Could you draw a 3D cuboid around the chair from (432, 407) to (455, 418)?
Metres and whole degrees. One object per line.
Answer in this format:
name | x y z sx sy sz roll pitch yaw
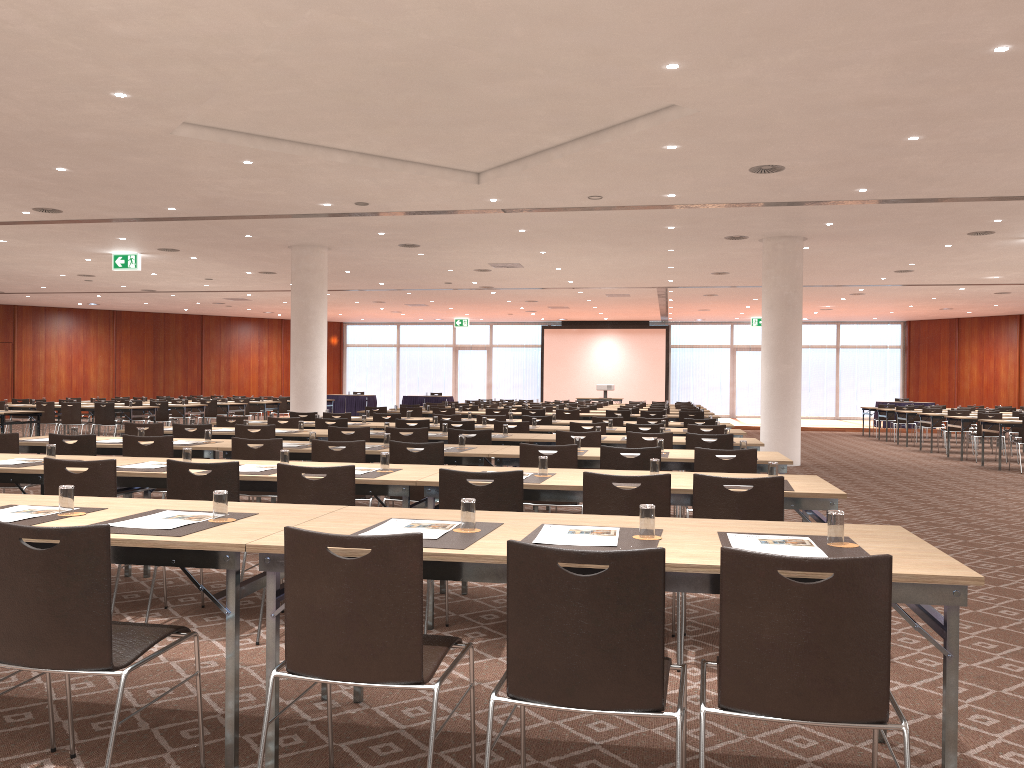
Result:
chair | -1.233 0.904 16.552 0.535 0.939 0.613 1 0 11

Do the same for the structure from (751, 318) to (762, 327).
structure | 9.327 -2.330 33.494 0.587 0.346 0.105 1 0 10

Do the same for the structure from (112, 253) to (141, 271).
structure | -7.974 -2.525 18.355 0.587 0.346 0.105 1 0 10

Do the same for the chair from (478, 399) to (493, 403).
chair | -0.762 0.919 26.661 0.535 0.939 0.613 1 0 13

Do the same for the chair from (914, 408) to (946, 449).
chair | 9.788 1.022 20.778 0.535 0.939 0.613 1 0 9

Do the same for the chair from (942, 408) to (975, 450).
chair | 10.347 1.028 20.536 0.535 0.939 0.613 1 0 11

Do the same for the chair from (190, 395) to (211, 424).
chair | -9.964 0.826 28.217 0.535 0.939 0.613 1 0 8

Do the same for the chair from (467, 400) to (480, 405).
chair | -1.072 0.914 24.727 0.535 0.939 0.613 1 0 8

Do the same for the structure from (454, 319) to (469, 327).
structure | -2.010 -2.445 35.513 0.587 0.346 0.105 1 0 10

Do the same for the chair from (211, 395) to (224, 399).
chair | -9.296 0.833 28.181 0.535 0.939 0.613 1 0 9

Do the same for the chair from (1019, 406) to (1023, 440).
chair | 13.893 1.068 23.967 0.535 0.939 0.613 1 0 10

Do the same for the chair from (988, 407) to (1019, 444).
chair | 12.367 1.050 22.290 0.535 0.939 0.613 1 0 8

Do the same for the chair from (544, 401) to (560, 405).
chair | 1.129 0.936 24.335 0.535 0.939 0.613 1 0 12

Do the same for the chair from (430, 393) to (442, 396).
chair | -2.748 0.776 31.508 0.535 0.939 0.614 1 0 13

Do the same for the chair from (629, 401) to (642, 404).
chair | 3.630 0.964 25.843 0.535 0.939 0.613 1 0 9

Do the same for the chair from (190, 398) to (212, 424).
chair | -8.387 0.838 24.016 0.535 0.939 0.613 1 0 11

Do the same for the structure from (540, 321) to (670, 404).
structure | 3.753 -0.803 35.966 5.158 3.526 0.395 1 1 10

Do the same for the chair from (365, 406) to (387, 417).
chair | -2.526 0.891 16.818 0.535 0.939 0.613 1 0 12

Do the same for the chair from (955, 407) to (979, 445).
chair | 11.399 1.040 22.380 0.535 0.939 0.613 1 0 9

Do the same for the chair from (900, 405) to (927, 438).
chair | 11.121 1.040 24.544 0.535 0.939 0.613 1 0 8

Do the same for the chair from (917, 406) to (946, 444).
chair | 10.710 1.034 22.646 0.535 0.939 0.613 1 0 12

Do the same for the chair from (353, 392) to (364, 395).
chair | -5.602 0.747 32.016 0.535 0.939 0.613 1 0 12

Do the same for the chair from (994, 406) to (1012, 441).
chair | 13.309 1.062 24.154 0.535 0.939 0.613 1 0 7

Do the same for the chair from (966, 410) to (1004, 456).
chair | 9.956 1.022 18.657 0.535 0.939 0.614 1 0 8

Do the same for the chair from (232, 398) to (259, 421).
chair | -7.121 0.850 23.648 0.535 0.939 0.613 1 0 12

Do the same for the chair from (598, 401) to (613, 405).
chair | 2.766 0.955 26.075 0.535 0.939 0.613 1 0 12

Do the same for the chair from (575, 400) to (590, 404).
chair | 2.090 0.948 26.117 0.535 0.939 0.613 1 0 9

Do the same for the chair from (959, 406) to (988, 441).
chair | 12.587 1.055 24.200 0.535 0.939 0.613 1 0 8

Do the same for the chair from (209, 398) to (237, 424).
chair | -7.784 0.844 23.849 0.535 0.939 0.613 1 0 12

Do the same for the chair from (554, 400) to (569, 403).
chair | 1.490 0.942 26.260 0.535 0.939 0.613 1 0 11

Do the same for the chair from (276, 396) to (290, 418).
chair | -7.032 0.855 27.778 0.535 0.939 0.613 1 0 13

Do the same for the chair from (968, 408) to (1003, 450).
chair | 10.948 1.034 20.512 0.535 0.939 0.614 1 0 7

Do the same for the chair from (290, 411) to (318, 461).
chair | -3.076 0.881 13.361 0.535 0.939 0.613 1 0 9

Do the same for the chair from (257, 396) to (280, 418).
chair | -7.645 0.849 27.804 0.535 0.939 0.613 1 0 9

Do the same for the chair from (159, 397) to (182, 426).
chair | -9.319 0.828 24.122 0.535 0.939 0.613 1 0 7

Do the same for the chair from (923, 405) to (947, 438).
chair | 11.708 1.046 24.499 0.535 0.939 0.613 1 0 12

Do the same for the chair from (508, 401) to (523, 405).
chair | 0.129 0.926 24.471 0.535 0.939 0.613 1 0 13

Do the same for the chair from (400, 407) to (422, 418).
chair | -1.862 0.897 16.742 0.535 0.939 0.613 1 0 11

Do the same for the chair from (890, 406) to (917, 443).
chair | 10.028 1.027 22.707 0.535 0.939 0.613 1 0 13

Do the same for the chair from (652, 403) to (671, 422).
chair | 3.978 0.965 23.750 0.535 0.939 0.613 1 0 11

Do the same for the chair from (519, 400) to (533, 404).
chair | 0.437 0.931 26.412 0.535 0.939 0.613 1 0 8

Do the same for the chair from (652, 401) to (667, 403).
chair | 4.287 0.970 25.804 0.535 0.939 0.613 1 0 9

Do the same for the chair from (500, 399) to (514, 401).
chair | -0.120 0.926 26.589 0.535 0.939 0.613 1 0 11

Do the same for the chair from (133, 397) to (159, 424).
chair | -10.035 0.821 24.167 0.535 0.939 0.613 1 0 13

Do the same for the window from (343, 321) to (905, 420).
window | 3.971 -0.616 36.541 22.961 3.872 0.217 1 1 10

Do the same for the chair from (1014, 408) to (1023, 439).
chair | 12.916 1.056 22.110 0.535 0.939 0.613 1 0 10

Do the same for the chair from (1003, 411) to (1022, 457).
chair | 10.573 1.028 18.464 0.535 0.939 0.613 1 0 8

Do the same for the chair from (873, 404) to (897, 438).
chair | 10.351 1.032 24.598 0.535 0.939 0.613 1 0 12

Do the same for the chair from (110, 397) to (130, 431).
chair | -10.638 0.815 24.417 0.535 0.939 0.613 1 0 8

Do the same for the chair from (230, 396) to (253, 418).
chair | -8.580 0.840 28.113 0.535 0.939 0.613 1 0 8

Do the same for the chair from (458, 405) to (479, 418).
chair | -0.878 0.909 18.598 0.535 0.939 0.613 1 0 11

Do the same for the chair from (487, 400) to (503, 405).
chair | -0.449 0.920 24.538 0.535 0.939 0.613 1 0 9

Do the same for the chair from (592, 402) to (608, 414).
chair | 2.393 0.949 24.032 0.535 0.939 0.613 1 0 13

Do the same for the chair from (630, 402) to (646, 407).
chair | 3.402 0.959 23.930 0.535 0.939 0.613 1 0 12

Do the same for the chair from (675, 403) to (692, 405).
chair | 4.565 0.971 23.680 0.535 0.939 0.613 1 0 10
